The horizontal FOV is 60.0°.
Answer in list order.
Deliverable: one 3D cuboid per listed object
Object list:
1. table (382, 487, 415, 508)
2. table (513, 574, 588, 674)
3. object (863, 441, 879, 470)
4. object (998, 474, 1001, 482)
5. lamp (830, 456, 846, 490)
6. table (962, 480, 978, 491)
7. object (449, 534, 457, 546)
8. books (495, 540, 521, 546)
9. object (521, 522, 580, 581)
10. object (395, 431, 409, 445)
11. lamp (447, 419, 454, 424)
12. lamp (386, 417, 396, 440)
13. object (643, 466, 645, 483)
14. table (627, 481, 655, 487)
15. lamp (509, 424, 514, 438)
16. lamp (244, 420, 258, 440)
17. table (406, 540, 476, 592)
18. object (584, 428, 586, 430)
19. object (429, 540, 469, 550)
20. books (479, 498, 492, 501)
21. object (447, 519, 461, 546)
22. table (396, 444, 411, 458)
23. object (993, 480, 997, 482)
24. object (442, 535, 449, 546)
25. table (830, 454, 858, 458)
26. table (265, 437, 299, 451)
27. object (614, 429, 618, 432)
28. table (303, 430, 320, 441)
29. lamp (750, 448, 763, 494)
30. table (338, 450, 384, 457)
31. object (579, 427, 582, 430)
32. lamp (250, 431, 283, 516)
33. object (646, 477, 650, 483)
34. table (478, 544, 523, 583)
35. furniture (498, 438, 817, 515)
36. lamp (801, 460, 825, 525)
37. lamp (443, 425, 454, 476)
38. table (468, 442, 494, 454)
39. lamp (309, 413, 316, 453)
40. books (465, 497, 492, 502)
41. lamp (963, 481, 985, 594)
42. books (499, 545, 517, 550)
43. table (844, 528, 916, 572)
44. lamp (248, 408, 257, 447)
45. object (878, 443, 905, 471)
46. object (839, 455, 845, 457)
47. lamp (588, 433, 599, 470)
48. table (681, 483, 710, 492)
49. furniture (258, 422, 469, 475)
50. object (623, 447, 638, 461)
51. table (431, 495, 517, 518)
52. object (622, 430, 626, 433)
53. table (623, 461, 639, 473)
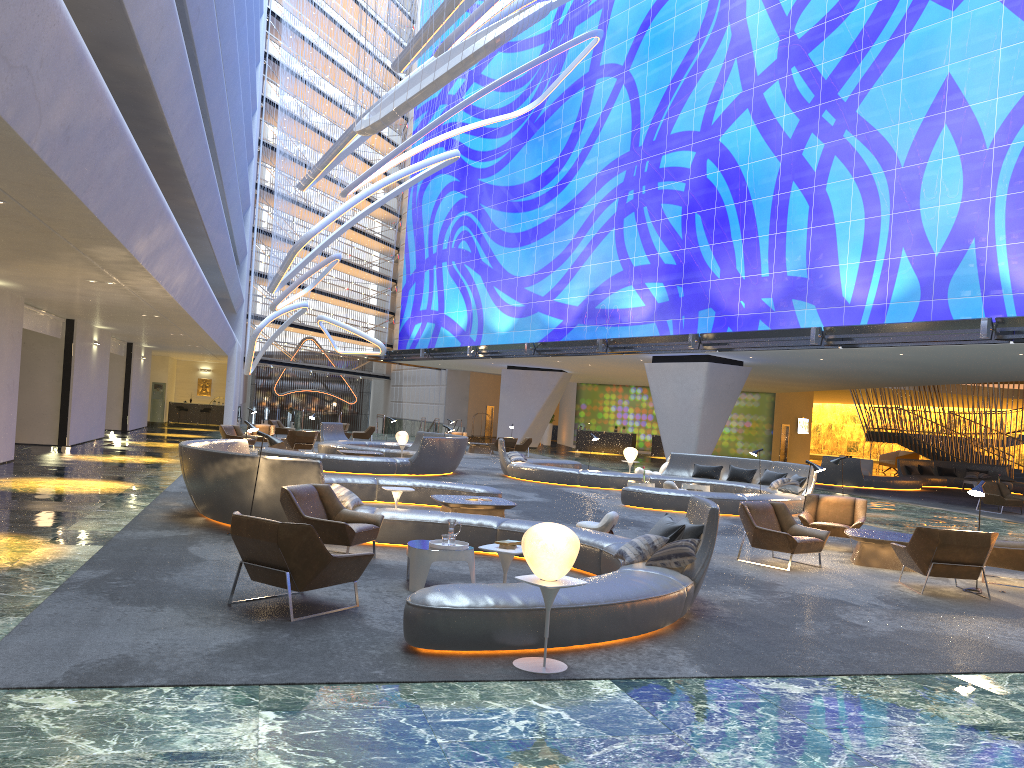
[{"bbox_3d":[-1.539,1.685,11.802,0.418,0.595,0.427,4,-1,-19],"label":"table"},{"bbox_3d":[0.235,1.626,6.033,0.418,0.595,0.427,4,-1,-41],"label":"table"},{"bbox_3d":[18.724,3.673,46.258,0.475,1.664,1.206,4,0,40],"label":"object"},{"bbox_3d":[16.681,3.262,30.332,0.076,0.356,0.066,4,0,-23],"label":"object"},{"bbox_3d":[6.601,2.104,17.958,0.384,1.300,0.202,4,0,28],"label":"lamp"},{"bbox_3d":[16.506,3.679,31.781,0.670,0.406,0.674,3,-2,29],"label":"table"},{"bbox_3d":[-0.564,1.487,8.382,0.071,0.118,0.071,3,-1,42],"label":"object"},{"bbox_3d":[-0.033,1.300,7.270,0.133,0.022,0.189,3,-2,36],"label":"books"},{"bbox_3d":[0.256,1.133,5.982,0.367,0.387,0.318,4,-1,-33],"label":"object"},{"bbox_3d":[-3.112,1.521,25.070,0.367,0.387,0.318,4,-1,-8],"label":"object"},{"bbox_3d":[-2.621,2.098,36.915,0.384,1.300,0.202,4,0,2],"label":"lamp"},{"bbox_3d":[-4.215,1.781,30.559,0.384,1.300,0.202,4,0,2],"label":"lamp"},{"bbox_3d":[2.862,1.957,19.171,0.076,0.356,0.066,4,0,42],"label":"object"},{"bbox_3d":[2.724,2.332,19.253,0.670,0.406,0.674,3,-2,37],"label":"table"},{"bbox_3d":[-0.033,2.196,34.559,0.202,1.300,0.384,4,0,1],"label":"lamp"},{"bbox_3d":[-4.330,1.247,14.473,0.383,1.300,0.202,4,0,34],"label":"lamp"},{"bbox_3d":[-0.698,1.748,8.518,0.671,0.406,0.673,4,-1,-19],"label":"table"},{"bbox_3d":[3.793,2.333,45.940,0.107,0.108,0.111,4,-1,19],"label":"object"},{"bbox_3d":[-0.600,1.529,8.431,0.381,0.038,0.381,5,-2,-24],"label":"object"},{"bbox_3d":[-0.394,1.712,13.139,0.133,0.012,0.189,5,-2,-26],"label":"books"},{"bbox_3d":[-0.569,1.423,8.479,0.131,0.252,0.103,4,0,-32],"label":"object"},{"bbox_3d":[-3.114,2.014,25.110,0.418,0.595,0.427,4,-1,-16],"label":"table"},{"bbox_3d":[16.604,3.380,30.469,0.151,0.118,0.071,3,-1,20],"label":"object"},{"bbox_3d":[-0.630,1.481,8.337,0.071,0.118,0.071,4,-1,-33],"label":"object"},{"bbox_3d":[17.116,3.997,45.313,1.241,0.727,2.309,3,-2,32],"label":"table"},{"bbox_3d":[-7.322,1.949,28.390,1.204,0.392,1.203,4,-2,-16],"label":"table"},{"bbox_3d":[5.315,2.398,45.337,0.150,0.145,0.150,4,-1,18],"label":"object"},{"bbox_3d":[-8.143,2.175,36.990,1.203,0.392,1.204,4,-2,3],"label":"table"},{"bbox_3d":[5.545,2.103,20.127,0.384,1.300,0.201,4,0,-22],"label":"lamp"},{"bbox_3d":[-4.073,2.019,23.766,1.203,0.392,1.203,4,-2,-15],"label":"table"},{"bbox_3d":[3.563,2.300,46.021,0.149,0.150,0.149,4,-1,19],"label":"object"},{"bbox_3d":[-2.978,1.213,10.648,0.384,1.300,0.202,4,0,-16],"label":"lamp"},{"bbox_3d":[2.949,2.086,19.291,0.071,0.118,0.151,4,-1,-5],"label":"object"},{"bbox_3d":[-0.073,1.636,7.262,0.427,0.595,0.418,4,-1,28],"label":"table"},{"bbox_3d":[3.170,2.136,21.932,5.190,0.969,9.922,5,-2,-23],"label":"furniture"},{"bbox_3d":[4.614,1.829,13.686,0.383,1.300,0.202,4,0,37],"label":"lamp"},{"bbox_3d":[-1.694,1.695,22.706,0.384,1.300,0.202,4,0,2],"label":"lamp"},{"bbox_3d":[-1.256,2.608,35.909,1.203,0.392,1.203,4,-2,-15],"label":"table"},{"bbox_3d":[-6.099,1.538,27.041,0.202,1.300,0.384,4,0,1],"label":"lamp"},{"bbox_3d":[-0.494,1.700,13.152,0.395,0.039,0.301,4,-2,-1],"label":"books"},{"bbox_3d":[5.376,1.769,10.266,0.201,1.300,0.384,4,0,36],"label":"lamp"},{"bbox_3d":[-0.031,1.327,7.272,0.128,0.030,0.182,4,-2,7],"label":"books"},{"bbox_3d":[5.146,2.262,12.058,1.202,0.392,1.204,3,-2,20],"label":"table"},{"bbox_3d":[-8.687,1.439,29.396,0.384,1.300,0.202,4,0,2],"label":"lamp"},{"bbox_3d":[19.781,3.741,46.159,1.205,1.664,0.476,4,0,-5],"label":"object"},{"bbox_3d":[12.238,2.818,32.821,0.318,0.387,0.367,4,-1,-8],"label":"object"},{"bbox_3d":[2.210,2.017,24.440,0.202,1.300,0.383,4,0,-40],"label":"lamp"},{"bbox_3d":[4.083,2.446,19.919,0.673,0.406,0.671,4,-1,4],"label":"table"},{"bbox_3d":[-3.723,1.799,25.912,5.185,0.969,9.932,4,-2,1],"label":"furniture"},{"bbox_3d":[3.245,1.927,24.272,0.367,0.387,0.318,4,-1,-33],"label":"object"},{"bbox_3d":[-0.586,1.906,13.092,1.203,0.392,1.203,4,-2,-15],"label":"table"},{"bbox_3d":[5.705,2.421,45.222,0.150,0.145,0.150,4,-1,18],"label":"object"},{"bbox_3d":[3.224,2.419,24.323,0.418,0.595,0.427,4,-1,-41],"label":"table"}]
